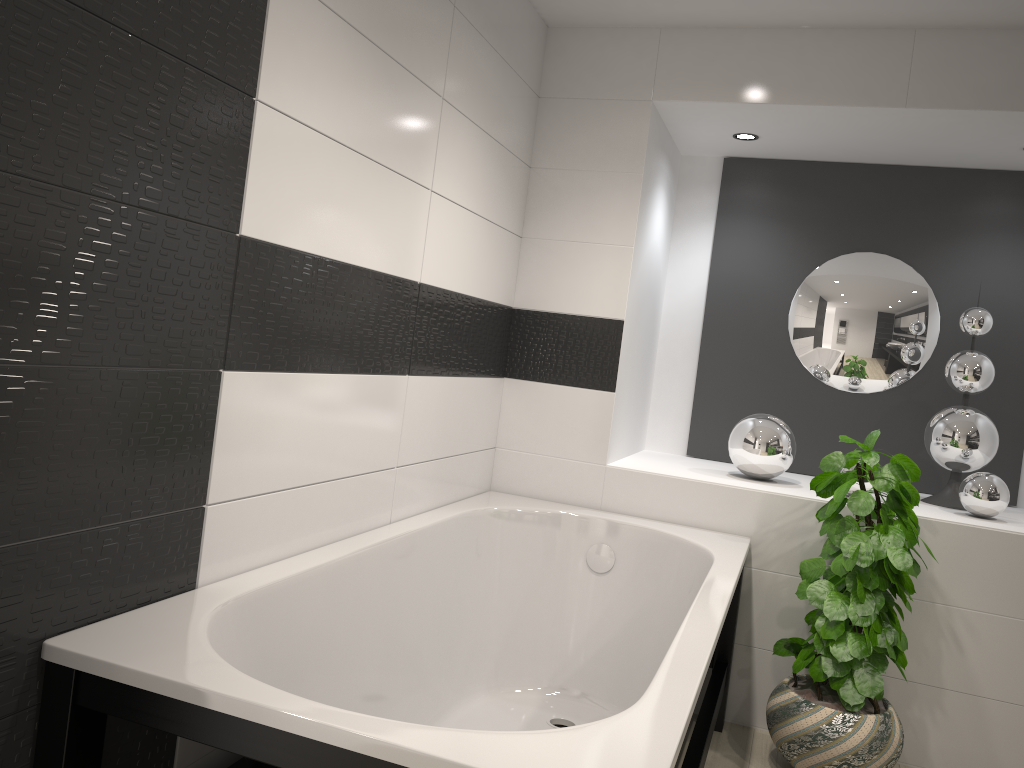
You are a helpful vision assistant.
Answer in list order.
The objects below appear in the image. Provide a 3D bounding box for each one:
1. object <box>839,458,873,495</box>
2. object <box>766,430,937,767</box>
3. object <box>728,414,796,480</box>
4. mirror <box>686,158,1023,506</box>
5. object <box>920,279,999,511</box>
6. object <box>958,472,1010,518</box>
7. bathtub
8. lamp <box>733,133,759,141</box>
[{"bbox_3d":[1.302,0.351,3.327,0.150,0.150,0.150,8,2,32],"label":"object"},{"bbox_3d":[1.093,0.704,2.860,0.437,1.131,0.419,7,1,-31],"label":"object"},{"bbox_3d":[0.994,0.249,3.529,0.261,0.261,0.260,8,2,31],"label":"object"},{"bbox_3d":[1.526,-0.268,3.858,1.362,1.382,0.078,8,1,18],"label":"mirror"},{"bbox_3d":[1.777,0.030,3.461,0.261,0.897,0.260,7,1,31],"label":"object"},{"bbox_3d":[1.704,0.400,3.201,0.163,0.163,0.162,8,2,32],"label":"object"},{"bbox_3d":[0.004,0.821,2.318,1.009,0.676,2.178,8,2,18],"label":"bathtub"},{"bbox_3d":[0.977,-1.033,3.707,0.105,0.004,0.105,7,2,3],"label":"lamp"}]
